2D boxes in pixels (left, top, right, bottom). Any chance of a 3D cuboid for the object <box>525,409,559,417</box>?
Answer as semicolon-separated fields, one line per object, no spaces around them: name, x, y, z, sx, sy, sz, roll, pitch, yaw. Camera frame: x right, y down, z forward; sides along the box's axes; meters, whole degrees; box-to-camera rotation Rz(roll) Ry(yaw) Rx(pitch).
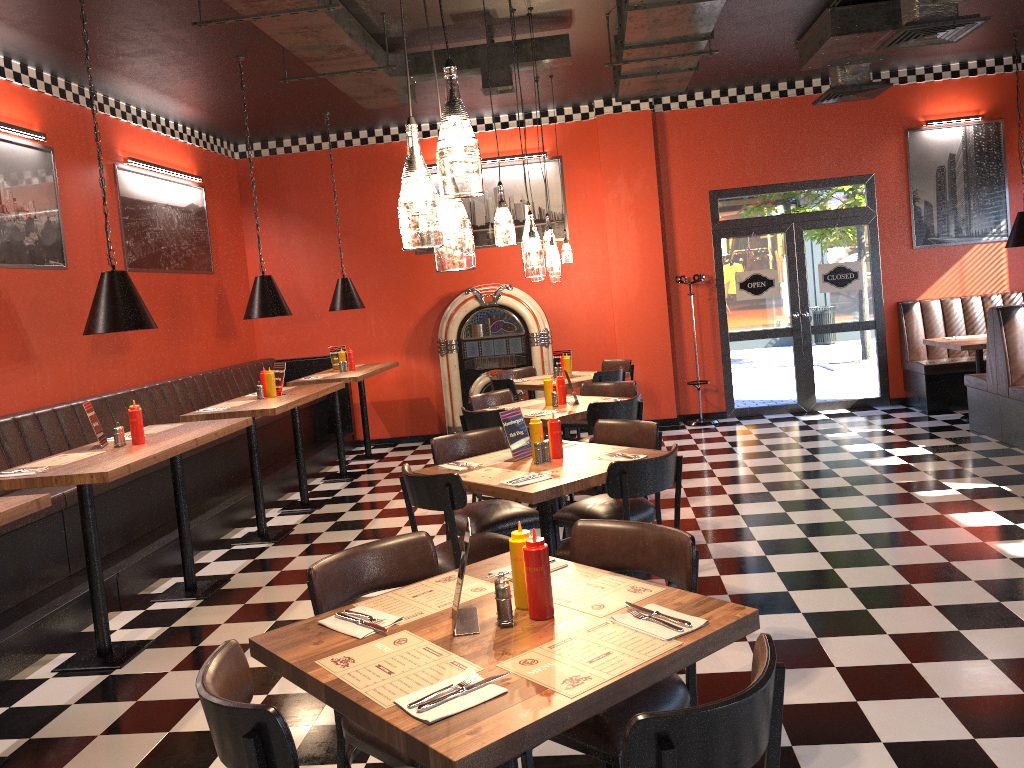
object;0.224;0.199;6.235;0.256;0.019;0.157;-10;7;-37

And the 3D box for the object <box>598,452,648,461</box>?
object;0.534;0.358;4.396;0.158;0.019;0.255;-10;7;-39

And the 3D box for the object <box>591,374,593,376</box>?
object;0.859;-0.095;8.535;0.158;0.019;0.255;-10;7;-38

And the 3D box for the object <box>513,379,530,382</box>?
object;0.077;-0.039;8.703;0.158;0.019;0.255;-10;7;-36

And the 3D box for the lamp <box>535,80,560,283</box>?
lamp;0.331;-1.973;8.629;0.108;1.960;0.108;-6;3;-12

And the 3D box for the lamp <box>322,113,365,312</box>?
lamp;-1.822;-1.790;9.221;0.383;2.039;0.382;-8;5;-43

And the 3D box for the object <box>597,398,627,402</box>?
object;0.734;0.117;6.565;0.158;0.019;0.255;-10;7;-36

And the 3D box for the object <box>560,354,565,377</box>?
object;0.509;-0.187;8.667;0.068;0.237;0.068;-5;3;3

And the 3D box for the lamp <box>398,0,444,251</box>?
lamp;-0.312;-1.311;2.149;0.108;1.960;0.108;-6;3;-7

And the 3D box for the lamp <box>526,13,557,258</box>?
lamp;0.199;-1.921;6.546;0.109;1.960;0.108;-8;4;-37

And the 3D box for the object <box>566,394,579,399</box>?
object;0.392;0.105;7.003;0.256;0.019;0.157;-10;7;-39

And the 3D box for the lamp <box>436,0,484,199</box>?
lamp;-0.211;-1.426;2.074;0.108;1.960;0.109;-6;3;-2

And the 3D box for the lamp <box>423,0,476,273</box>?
lamp;-0.238;-1.269;2.254;0.109;1.960;0.108;-8;4;-37

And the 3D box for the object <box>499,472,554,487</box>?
object;0.079;0.433;4.080;0.256;0.019;0.157;-10;7;-36

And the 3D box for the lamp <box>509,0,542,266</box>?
lamp;0.017;-1.576;4.445;0.109;1.960;0.108;-8;4;-42

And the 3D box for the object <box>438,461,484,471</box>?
object;-0.251;0.416;4.549;0.158;0.019;0.255;-10;7;-37

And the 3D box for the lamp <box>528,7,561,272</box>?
lamp;0.218;-1.797;6.422;0.108;1.960;0.108;-6;3;-12

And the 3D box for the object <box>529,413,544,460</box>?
object;0.128;0.269;4.552;0.068;0.237;0.068;-5;4;11

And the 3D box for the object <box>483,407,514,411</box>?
object;-0.081;0.183;6.672;0.255;0.019;0.158;0;8;44

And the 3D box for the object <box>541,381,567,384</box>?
object;0.398;-0.021;8.227;0.256;0.019;0.157;-9;7;-35

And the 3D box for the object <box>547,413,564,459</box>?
object;0.221;0.261;4.541;0.068;0.237;0.068;-5;4;11

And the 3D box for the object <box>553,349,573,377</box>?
object;0.497;-0.206;8.771;0.188;0.256;0.072;-4;4;16

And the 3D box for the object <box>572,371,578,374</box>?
object;0.553;-0.113;8.989;0.157;0.019;0.256;0;8;44

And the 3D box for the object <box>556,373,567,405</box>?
object;0.368;0.032;6.652;0.068;0.237;0.068;-5;4;11

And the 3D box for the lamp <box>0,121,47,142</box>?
lamp;-3.601;-1.767;5.934;0.081;0.056;1.450;-5;6;6

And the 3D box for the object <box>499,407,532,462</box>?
object;0.026;0.261;4.630;0.072;0.256;0.189;-3;5;36

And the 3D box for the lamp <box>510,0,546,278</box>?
lamp;0.025;-1.505;4.325;0.108;1.960;0.109;-4;3;18

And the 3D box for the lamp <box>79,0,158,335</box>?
lamp;-2.247;-1.300;4.818;0.383;2.039;0.382;-8;5;-43

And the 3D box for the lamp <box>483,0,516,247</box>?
lamp;-0.123;-1.675;4.431;0.108;1.960;0.108;-7;4;-22

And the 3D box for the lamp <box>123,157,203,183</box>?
lamp;-3.348;-2.059;8.561;0.081;0.056;1.450;-5;6;6

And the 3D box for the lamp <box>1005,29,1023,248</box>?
lamp;4.839;-2.333;8.421;0.383;2.039;0.382;-8;4;-35

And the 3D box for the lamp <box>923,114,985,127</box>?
lamp;4.767;-2.843;9.567;0.610;0.056;0.081;-5;5;6

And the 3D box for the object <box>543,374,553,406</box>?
object;0.275;0.040;6.663;0.068;0.237;0.068;-5;4;11

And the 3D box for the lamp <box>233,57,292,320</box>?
lamp;-2.037;-1.542;6.995;0.383;2.039;0.382;-8;5;-43

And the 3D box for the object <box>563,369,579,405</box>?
object;0.443;0.019;6.621;0.072;0.256;0.189;-6;4;-4

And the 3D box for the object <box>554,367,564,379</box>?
object;0.451;-0.123;8.605;0.093;0.136;0.047;-5;4;6

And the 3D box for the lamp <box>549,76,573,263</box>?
lamp;0.447;-2.144;8.503;0.108;1.960;0.109;-3;4;38

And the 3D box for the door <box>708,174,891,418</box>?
door;3.205;-0.959;9.878;1.799;2.566;0.128;-5;3;6

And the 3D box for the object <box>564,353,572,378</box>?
object;0.539;-0.180;8.578;0.068;0.237;0.068;-5;3;3

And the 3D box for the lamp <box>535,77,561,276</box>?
lamp;0.328;-2.019;8.502;0.109;1.960;0.108;-8;4;-42

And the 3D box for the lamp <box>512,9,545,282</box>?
lamp;0.101;-1.727;6.424;0.108;1.960;0.109;-4;3;18

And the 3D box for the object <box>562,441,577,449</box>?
object;0.221;0.341;4.844;0.157;0.019;0.256;0;8;43

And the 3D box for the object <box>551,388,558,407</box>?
object;0.316;0.097;6.574;0.047;0.135;0.094;-6;4;-4

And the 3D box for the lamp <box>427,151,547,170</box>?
lamp;-0.319;-2.534;10.080;1.443;0.056;0.081;-5;5;6
